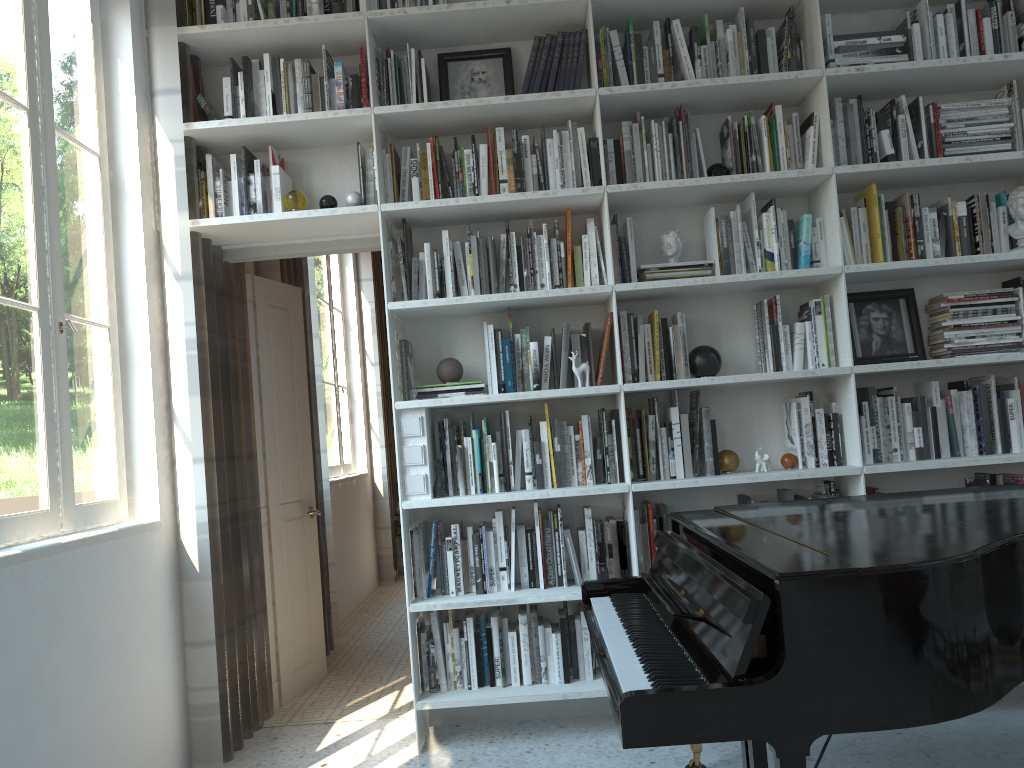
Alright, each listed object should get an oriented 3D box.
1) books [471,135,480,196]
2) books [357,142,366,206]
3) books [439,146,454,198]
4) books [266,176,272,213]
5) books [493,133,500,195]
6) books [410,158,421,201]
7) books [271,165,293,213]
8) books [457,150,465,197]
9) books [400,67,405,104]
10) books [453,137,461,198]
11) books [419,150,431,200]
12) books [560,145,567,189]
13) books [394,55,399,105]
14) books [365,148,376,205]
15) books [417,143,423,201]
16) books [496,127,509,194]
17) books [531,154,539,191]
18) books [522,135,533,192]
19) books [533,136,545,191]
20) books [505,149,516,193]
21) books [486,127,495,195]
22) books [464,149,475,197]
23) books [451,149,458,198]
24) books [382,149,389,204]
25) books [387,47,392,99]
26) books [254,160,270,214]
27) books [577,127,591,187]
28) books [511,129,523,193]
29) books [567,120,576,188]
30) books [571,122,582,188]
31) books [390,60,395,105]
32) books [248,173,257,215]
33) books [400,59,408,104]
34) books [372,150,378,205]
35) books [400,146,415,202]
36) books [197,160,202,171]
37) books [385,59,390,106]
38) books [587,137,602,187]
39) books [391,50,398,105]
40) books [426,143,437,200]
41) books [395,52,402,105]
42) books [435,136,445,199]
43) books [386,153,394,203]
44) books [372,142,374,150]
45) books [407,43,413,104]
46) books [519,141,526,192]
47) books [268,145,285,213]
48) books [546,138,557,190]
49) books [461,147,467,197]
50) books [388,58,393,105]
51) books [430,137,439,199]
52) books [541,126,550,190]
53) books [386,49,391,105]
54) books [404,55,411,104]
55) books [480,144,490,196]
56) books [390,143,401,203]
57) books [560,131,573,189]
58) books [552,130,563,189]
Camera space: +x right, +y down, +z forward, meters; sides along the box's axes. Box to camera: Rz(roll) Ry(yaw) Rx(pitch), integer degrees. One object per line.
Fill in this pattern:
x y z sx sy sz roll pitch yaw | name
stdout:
-0.139 -0.818 3.494 0.014 0.272 0.180 -4 -3 1 | books
-0.582 -0.789 3.501 0.012 0.285 0.159 -4 -3 1 | books
-0.249 -0.798 3.502 0.047 0.249 0.134 -4 -3 1 | books
-0.939 -0.713 3.525 0.029 0.191 0.134 -4 -3 1 | books
-0.060 -0.824 3.481 0.023 0.271 0.187 -4 -3 1 | books
-0.369 -0.762 3.482 0.026 0.195 0.175 -4 -3 1 | books
-0.899 -0.728 3.491 0.029 0.211 0.187 -4 -3 1 | books
-0.193 -0.787 3.488 0.014 0.218 0.164 -4 -3 1 | books
-0.425 -1.132 3.536 0.012 0.214 0.132 -4 -3 1 | books
-0.208 -0.814 3.502 0.012 0.277 0.150 -4 -3 1 | books
-0.331 -0.782 3.494 0.030 0.229 0.172 -4 -3 1 | books
0.200 -0.811 3.489 0.013 0.206 0.172 -4 -3 1 | books
-0.442 -1.150 3.518 0.010 0.249 0.166 -4 -3 1 | books
-0.552 -0.782 3.521 0.044 0.269 0.134 -4 -3 1 | books
-0.353 -0.796 3.499 0.010 0.262 0.151 -4 -3 1 | books
-0.035 -0.834 3.475 0.030 0.285 0.185 -4 -3 1 | books
0.091 -0.792 3.496 0.022 0.186 0.136 -4 -3 1 | books
0.063 -0.827 3.500 0.029 0.260 0.157 -4 -3 1 | books
0.110 -0.831 3.502 0.035 0.260 0.131 -4 -3 1 | books
-0.002 -0.791 3.469 0.029 0.195 0.192 -4 -3 1 | books
-0.080 -0.838 3.500 0.014 0.303 0.151 -4 -3 1 | books
-0.159 -0.789 3.488 0.031 0.217 0.173 -4 -3 1 | books
-0.219 -0.790 3.505 0.012 0.230 0.149 -4 -3 1 | books
-0.485 -0.781 3.510 0.012 0.254 0.161 -4 -3 1 | books
-0.473 -1.167 3.523 0.006 0.289 0.144 -4 -3 1 | books
-0.967 -0.736 3.486 0.021 0.236 0.189 -4 -3 1 | books
0.279 -0.847 3.479 0.035 0.263 0.178 -4 -3 1 | books
0.023 -0.837 3.498 0.025 0.286 0.161 -4 -3 1 | books
0.233 -0.857 3.471 0.012 0.291 0.182 -4 -3 1 | books
0.250 -0.857 3.483 0.022 0.289 0.169 -4 -3 1 | books
-0.457 -1.132 3.495 0.004 0.214 0.186 -4 -3 1 | books
-0.998 -0.711 3.504 0.024 0.193 0.181 -4 -3 1 | books
-0.412 -1.138 3.500 0.018 0.218 0.186 -4 -3 1 | books
-0.510 -0.767 3.468 0.021 0.224 0.232 -4 -3 1 | books
-0.414 -0.789 3.508 0.062 0.258 0.153 -4 -3 1 | books
-1.218 -0.734 3.498 0.011 0.272 0.188 -4 -3 1 | books
-0.482 -1.141 3.520 0.005 0.238 0.154 -4 -3 1 | books
0.318 -0.821 3.451 0.039 0.202 0.236 -4 -3 1 | books
-0.452 -1.155 3.509 0.009 0.260 0.184 -4 -3 1 | books
-0.310 -0.795 3.492 0.014 0.252 0.187 -4 -3 1 | books
-0.435 -1.150 3.496 0.004 0.246 0.189 -4 -3 1 | books
-0.279 -0.810 3.486 0.011 0.277 0.164 -4 -3 1 | books
-0.467 -0.772 3.501 0.022 0.232 0.151 -4 -3 1 | books
-0.526 -0.794 3.505 0.010 0.286 0.137 -4 -3 1 | books
-0.390 -1.170 3.510 0.005 0.281 0.191 -4 -3 1 | books
0.043 -0.812 3.485 0.013 0.232 0.171 -4 -3 1 | books
-0.923 -0.769 3.507 0.013 0.298 0.179 -4 -3 1 | books
0.154 -0.821 3.478 0.030 0.230 0.172 -4 -3 1 | books
-0.181 -0.793 3.495 0.011 0.229 0.170 -4 -3 1 | books
-0.464 -1.138 3.505 0.009 0.228 0.184 -4 -3 1 | books
-0.295 -0.810 3.497 0.020 0.280 0.164 -4 -3 1 | books
0.132 -0.844 3.484 0.012 0.280 0.188 -4 -3 1 | books
-0.478 -1.161 3.520 0.005 0.277 0.147 -4 -3 1 | books
-0.401 -1.150 3.512 0.019 0.243 0.153 -4 -3 1 | books
-0.108 -0.803 3.497 0.047 0.238 0.162 -4 -3 1 | books
-0.452 -0.789 3.493 0.012 0.263 0.180 -4 -3 1 | books
0.216 -0.842 3.499 0.024 0.266 0.155 -4 -3 1 | books
0.179 -0.839 3.478 0.022 0.263 0.174 -4 -3 1 | books
